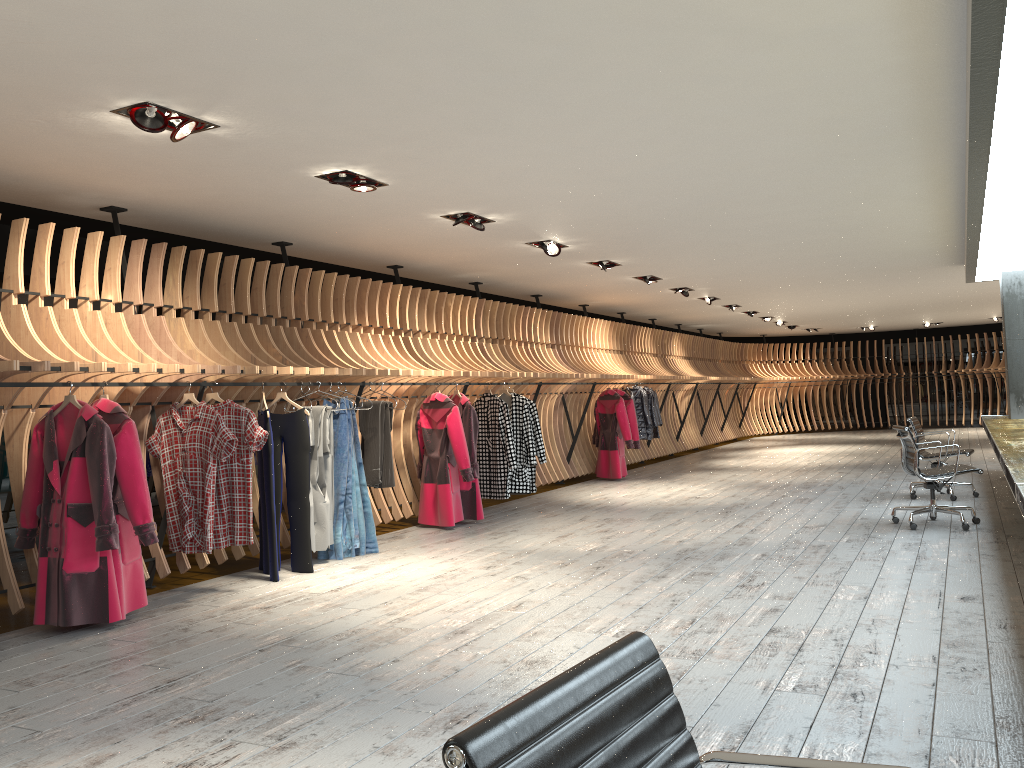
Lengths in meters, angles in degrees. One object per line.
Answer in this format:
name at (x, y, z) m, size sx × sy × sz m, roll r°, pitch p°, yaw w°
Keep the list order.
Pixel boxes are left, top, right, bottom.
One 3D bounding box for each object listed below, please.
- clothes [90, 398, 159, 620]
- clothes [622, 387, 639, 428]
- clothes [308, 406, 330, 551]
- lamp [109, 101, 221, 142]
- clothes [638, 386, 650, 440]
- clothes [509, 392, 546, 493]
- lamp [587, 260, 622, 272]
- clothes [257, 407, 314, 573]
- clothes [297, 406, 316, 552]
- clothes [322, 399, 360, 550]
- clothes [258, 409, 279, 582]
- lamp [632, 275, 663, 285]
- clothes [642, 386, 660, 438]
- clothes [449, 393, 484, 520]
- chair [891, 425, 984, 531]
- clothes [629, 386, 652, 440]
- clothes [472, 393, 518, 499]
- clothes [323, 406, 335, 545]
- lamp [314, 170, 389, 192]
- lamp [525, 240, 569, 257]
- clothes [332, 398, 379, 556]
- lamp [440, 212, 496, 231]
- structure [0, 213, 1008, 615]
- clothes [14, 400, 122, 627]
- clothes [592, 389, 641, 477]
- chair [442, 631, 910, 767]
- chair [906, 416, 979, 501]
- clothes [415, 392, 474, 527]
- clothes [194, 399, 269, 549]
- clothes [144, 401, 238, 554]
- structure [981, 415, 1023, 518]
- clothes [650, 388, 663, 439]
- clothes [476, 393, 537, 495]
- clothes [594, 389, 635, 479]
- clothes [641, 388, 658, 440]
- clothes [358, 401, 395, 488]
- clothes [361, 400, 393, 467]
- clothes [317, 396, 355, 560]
clothes at (-2.443, 0.739, 5.406) m, size 0.839 × 1.313 × 0.321 m, roll -4°, pitch -3°, yaw 36°
clothes at (1.798, 0.472, 13.714) m, size 0.166 × 0.854 × 0.745 m, roll -2°, pitch -2°, yaw -18°
clothes at (-1.565, 0.745, 7.045) m, size 0.278 × 1.142 × 0.172 m, roll -4°, pitch -3°, yaw 34°
lamp at (-1.818, -1.428, 4.669) m, size 0.269 × 0.301 × 0.492 m, roll -3°, pitch -2°, yaw 27°
clothes at (2.023, 0.460, 14.184) m, size 0.228 × 0.855 × 0.511 m, roll -1°, pitch -3°, yaw -43°
clothes at (0.022, 0.677, 10.233) m, size 0.772 × 1.161 × 0.191 m, roll -3°, pitch -2°, yaw 17°
lamp at (1.077, -1.438, 10.353) m, size 0.269 × 0.294 × 0.492 m, roll -3°, pitch -2°, yaw 27°
clothes at (-1.743, 0.863, 6.785) m, size 0.539 × 1.353 × 0.087 m, roll -4°, pitch -2°, yaw 26°
clothes at (-1.625, 0.748, 6.955) m, size 0.170 × 1.143 × 0.273 m, roll -1°, pitch -2°, yaw -31°
clothes at (-1.435, 0.764, 7.424) m, size 0.277 × 1.292 × 0.316 m, roll -2°, pitch -2°, yaw -9°
clothes at (-1.819, 0.862, 6.596) m, size 0.087 × 1.353 × 0.539 m, roll -2°, pitch -2°, yaw -24°
lamp at (1.801, -1.440, 11.774) m, size 0.269 × 0.296 × 0.492 m, roll -3°, pitch -2°, yaw 27°
clothes at (2.152, 0.462, 14.456) m, size 0.529 × 0.856 × 0.234 m, roll -3°, pitch -2°, yaw 26°
clothes at (-0.567, 0.738, 9.093) m, size 0.321 × 1.313 × 0.839 m, roll -1°, pitch -2°, yaw -34°
chair at (3.643, 0.778, 7.596) m, size 0.667 × 0.860 × 0.693 m, roll -3°, pitch -2°, yaw 3°
clothes at (1.948, 0.456, 13.952) m, size 0.501 × 0.854 × 0.244 m, roll -3°, pitch -2°, yaw 11°
clothes at (-0.212, 0.678, 9.773) m, size 0.191 × 1.161 × 0.772 m, roll -1°, pitch -3°, yaw -43°
clothes at (-1.567, 0.750, 7.165) m, size 0.273 × 1.143 × 0.169 m, roll -2°, pitch -2°, yaw -16°
lamp at (-1.095, -1.432, 6.090) m, size 0.269 × 0.296 × 0.492 m, roll -3°, pitch -2°, yaw 27°
lamp at (0.353, -1.438, 8.932) m, size 0.269 × 0.291 × 0.492 m, roll -3°, pitch -2°, yaw 27°
clothes at (-1.314, 0.881, 7.523) m, size 0.373 × 1.537 × 0.312 m, roll -4°, pitch -3°, yaw 38°
lamp at (-0.371, -1.440, 7.511) m, size 0.269 × 0.284 × 0.492 m, roll -3°, pitch -2°, yaw 27°
structure at (5.751, -0.185, 7.030) m, size 14.876 × 2.441 × 36.549 m, roll -3°, pitch -1°, yaw 27°
clothes at (-2.576, 0.739, 5.148) m, size 0.839 × 1.313 × 0.321 m, roll -3°, pitch -2°, yaw 26°
clothes at (1.551, 0.739, 13.403) m, size 0.839 × 1.317 × 0.318 m, roll -4°, pitch -2°, yaw 34°
chair at (0.315, 0.784, 0.961) m, size 0.667 × 0.860 × 0.693 m, roll -3°, pitch -2°, yaw 23°
chair at (4.579, 0.776, 9.450) m, size 0.667 × 0.860 × 0.693 m, roll -3°, pitch -2°, yaw 23°
clothes at (-0.696, 0.739, 8.835) m, size 0.321 × 1.313 × 0.839 m, roll 0°, pitch -3°, yaw -44°
clothes at (-2.046, 0.624, 6.150) m, size 0.759 × 1.031 × 0.179 m, roll -3°, pitch -2°, yaw 13°
clothes at (-2.160, 0.627, 5.958) m, size 0.760 × 1.021 × 0.187 m, roll -3°, pitch -2°, yaw 28°
structure at (4.525, 0.652, 3.074) m, size 4.834 × 0.845 × 18.473 m, roll -3°, pitch -1°, yaw 27°
clothes at (2.322, 0.485, 14.740) m, size 0.181 × 0.854 × 0.682 m, roll -2°, pitch -2°, yaw -20°
clothes at (-0.092, 0.678, 10.039) m, size 0.772 × 1.161 × 0.191 m, roll -3°, pitch -2°, yaw 27°
clothes at (1.487, 0.731, 13.122) m, size 0.321 × 1.313 × 0.839 m, roll -1°, pitch -2°, yaw -34°
clothes at (2.110, 0.485, 14.336) m, size 0.211 × 0.854 × 0.584 m, roll -1°, pitch -2°, yaw -36°
clothes at (-1.202, 0.534, 7.796) m, size 0.278 × 0.767 × 0.263 m, roll -4°, pitch -3°, yaw 34°
clothes at (-1.233, 0.533, 8.006) m, size 0.336 × 0.776 × 0.255 m, roll -4°, pitch -3°, yaw 42°
clothes at (-1.464, 0.876, 7.272) m, size 0.277 × 1.544 × 0.316 m, roll -4°, pitch -2°, yaw 26°
